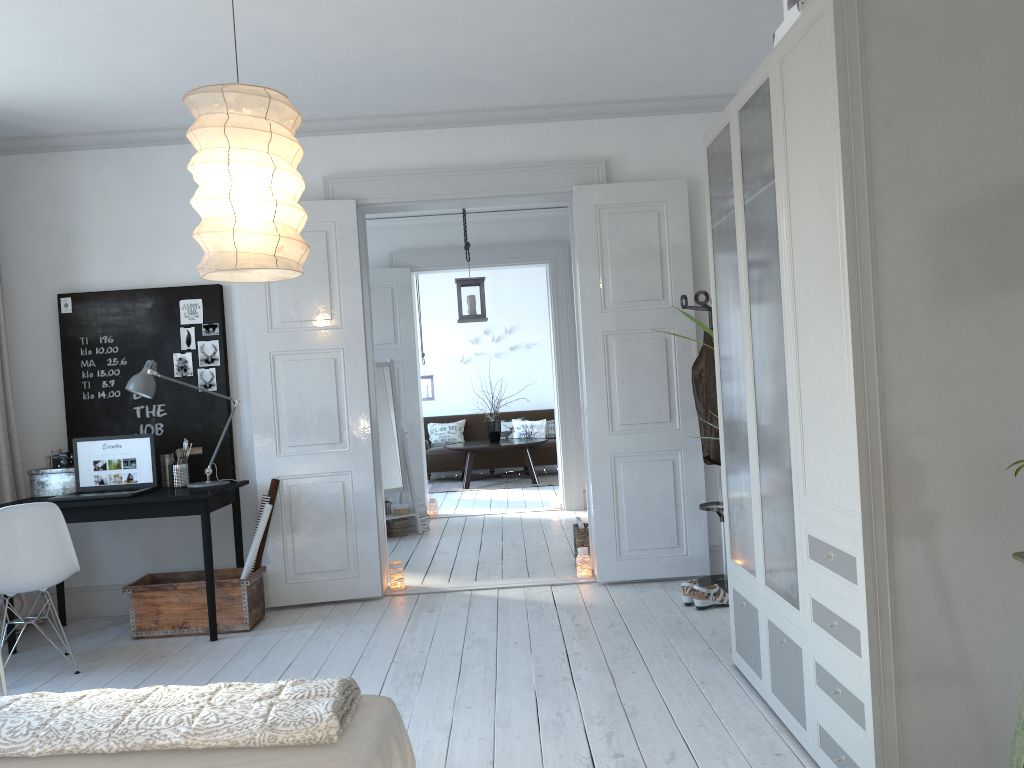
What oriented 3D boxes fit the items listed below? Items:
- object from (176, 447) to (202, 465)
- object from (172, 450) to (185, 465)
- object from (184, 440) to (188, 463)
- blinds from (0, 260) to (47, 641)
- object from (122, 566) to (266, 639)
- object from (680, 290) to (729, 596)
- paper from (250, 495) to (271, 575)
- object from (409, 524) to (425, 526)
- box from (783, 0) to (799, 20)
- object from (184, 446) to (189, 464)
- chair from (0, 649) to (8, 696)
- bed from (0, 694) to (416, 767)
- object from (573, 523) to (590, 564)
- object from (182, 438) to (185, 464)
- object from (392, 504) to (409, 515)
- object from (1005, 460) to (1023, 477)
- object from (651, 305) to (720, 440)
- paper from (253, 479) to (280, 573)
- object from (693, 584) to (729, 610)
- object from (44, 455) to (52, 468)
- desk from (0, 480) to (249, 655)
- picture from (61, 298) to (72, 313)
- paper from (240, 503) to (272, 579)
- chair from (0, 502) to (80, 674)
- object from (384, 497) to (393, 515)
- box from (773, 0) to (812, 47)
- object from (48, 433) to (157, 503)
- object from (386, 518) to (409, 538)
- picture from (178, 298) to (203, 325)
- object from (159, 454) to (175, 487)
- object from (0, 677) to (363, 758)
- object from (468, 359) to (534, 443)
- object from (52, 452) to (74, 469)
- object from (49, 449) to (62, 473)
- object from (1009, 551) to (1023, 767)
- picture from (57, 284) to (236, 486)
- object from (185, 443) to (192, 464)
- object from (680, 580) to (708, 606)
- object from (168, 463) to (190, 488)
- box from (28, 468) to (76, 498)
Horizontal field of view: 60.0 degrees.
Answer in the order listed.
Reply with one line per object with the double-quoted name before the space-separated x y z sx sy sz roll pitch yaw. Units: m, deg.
"object" -1.830 0.469 5.046 0.138 0.209 0.034 -4 1 -21
"object" -1.886 0.476 5.003 0.081 0.198 0.050 -3 1 24
"object" -1.851 0.443 5.007 0.012 0.264 0.062 -3 1 42
"blinds" -2.867 0.073 4.723 0.225 2.648 0.831 -4 1 -1
"object" -1.703 1.186 4.818 0.664 0.282 0.339 -4 0 -1
"object" 1.153 0.316 4.954 0.374 1.659 0.374 -3 1 7
"paper" -1.436 0.960 4.906 0.043 0.669 0.266 -3 1 45
"object" -0.836 1.210 7.676 0.156 0.014 0.111 -4 0 42
"box" 1.054 -1.277 2.969 0.225 0.107 0.180 -4 0 -11
"object" -1.847 0.465 4.998 0.009 0.222 0.082 -3 1 29
"chair" -2.180 0.960 3.120 0.562 0.798 0.524 -4 1 -1
"bed" -1.059 0.765 1.048 1.888 1.047 2.176 -4 0 -1
"object" 0.547 1.052 5.791 0.270 0.265 0.224 -4 1 -1
"object" -1.856 0.440 5.006 0.008 0.267 0.060 -3 1 16
"object" -0.939 1.061 7.485 0.142 0.074 0.142 -4 0 -17
"object" 1.156 0.235 1.843 0.176 0.277 0.194 -4 1 -34
"object" 1.168 0.368 3.999 1.044 1.554 0.288 -3 1 29
"paper" -1.413 0.916 4.976 0.048 0.747 0.297 -3 1 45
"object" 1.061 1.090 4.601 0.272 0.126 0.099 -4 1 -28
"object" -2.618 0.439 5.010 0.040 0.069 0.040 -4 1 -13
"desk" -2.074 0.972 4.811 1.159 0.759 0.651 -4 1 -1
"picture" -2.602 -0.459 5.175 0.061 0.088 0.004 -4 1 -4
"paper" -1.434 0.977 4.847 0.283 0.627 0.041 -4 1 -22
"chair" -2.288 0.952 4.169 0.474 0.824 0.554 -4 1 -36
"object" -1.129 1.032 7.579 0.207 0.159 0.241 -4 0 7
"box" 1.054 -1.126 2.947 0.285 0.199 0.281 -4 0 -1
"object" -2.179 0.442 4.714 0.445 0.315 0.325 -4 1 0
"object" -0.987 1.213 7.504 0.185 0.140 0.295 -4 0 -29
"picture" -1.872 -0.428 5.181 0.147 0.154 0.004 -4 1 -1
"object" -1.964 0.496 5.063 0.079 0.188 0.079 -4 1 -22
"object" -1.061 0.726 1.890 1.460 0.104 0.405 -4 0 -1
"object" -0.121 0.187 10.921 0.845 1.066 0.525 -4 1 -30
"object" -2.468 0.420 4.877 0.137 0.087 0.073 -4 1 -1
"object" -2.563 0.431 4.944 0.056 0.130 0.167 -4 0 -2
"object" 1.198 0.758 1.655 0.431 0.775 0.671 -4 1 -1
"picture" -2.148 0.028 5.218 0.953 1.172 0.064 -4 1 -1
"object" -1.836 0.455 4.992 0.084 0.240 0.009 -4 1 -24
"object" 0.969 1.096 4.741 0.099 0.126 0.272 -3 0 32
"object" -1.873 0.515 4.993 0.108 0.128 0.108 -3 1 14
"box" -2.521 0.543 4.971 0.317 0.152 0.193 -4 0 -1
